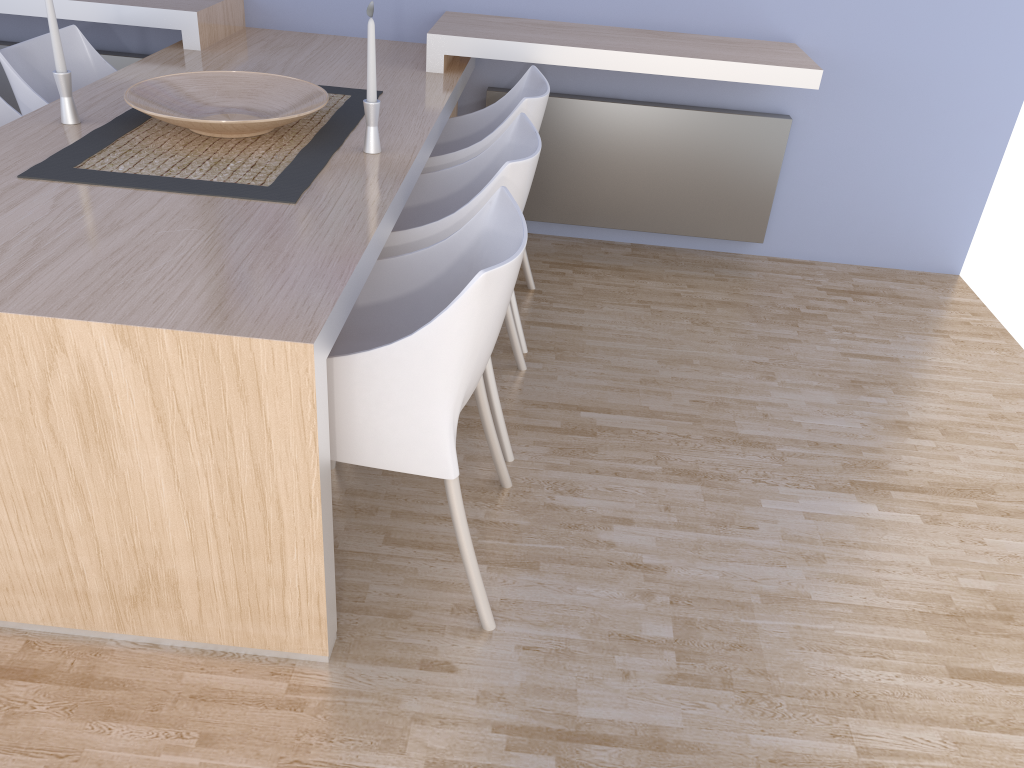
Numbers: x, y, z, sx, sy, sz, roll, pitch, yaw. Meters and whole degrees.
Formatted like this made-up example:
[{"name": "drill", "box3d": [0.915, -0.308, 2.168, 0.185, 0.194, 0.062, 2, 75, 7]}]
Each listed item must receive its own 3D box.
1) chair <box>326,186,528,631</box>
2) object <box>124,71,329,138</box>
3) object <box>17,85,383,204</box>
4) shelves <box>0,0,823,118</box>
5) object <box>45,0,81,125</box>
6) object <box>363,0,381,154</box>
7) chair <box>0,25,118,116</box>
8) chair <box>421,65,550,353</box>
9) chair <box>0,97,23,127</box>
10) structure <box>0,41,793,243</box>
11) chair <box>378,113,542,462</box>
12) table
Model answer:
[{"name": "chair", "box3d": [-0.228, 0.022, 1.859, 0.486, 0.793, 0.510, 6, 31, 1]}, {"name": "object", "box3d": [-0.718, -0.700, 2.263, 0.493, 0.081, 0.493, 16, 33, 17]}, {"name": "object", "box3d": [-0.718, -0.663, 2.283, 0.594, 0.005, 0.986, 6, 31, 1]}, {"name": "shelves", "box3d": [-0.944, -0.979, 3.339, 3.901, 0.840, 0.463, 6, 31, 1]}, {"name": "object", "box3d": [-1.089, -0.803, 2.126, 0.045, 0.349, 0.045, -24, 42, -38]}, {"name": "object", "box3d": [-0.334, -0.726, 2.108, 0.045, 0.349, 0.045, 6, 31, 1]}, {"name": "chair", "box3d": [-1.286, -0.689, 2.865, 0.486, 0.793, 0.510, 6, 31, 1]}, {"name": "chair", "box3d": [-0.143, -0.590, 2.868, 0.486, 0.793, 0.510, 6, 31, 1]}, {"name": "chair", "box3d": [-1.328, -0.392, 2.375, 0.486, 0.793, 0.510, 6, 31, 1]}, {"name": "structure", "box3d": [-0.871, -0.993, 3.536, 3.843, 0.503, 0.064, 6, 31, 1]}, {"name": "chair", "box3d": [-0.185, -0.286, 2.367, 0.486, 0.793, 0.510, 6, 31, 2]}, {"name": "table", "box3d": [-0.746, -0.412, 2.563, 1.002, 0.718, 2.340, 6, 31, 1]}]
